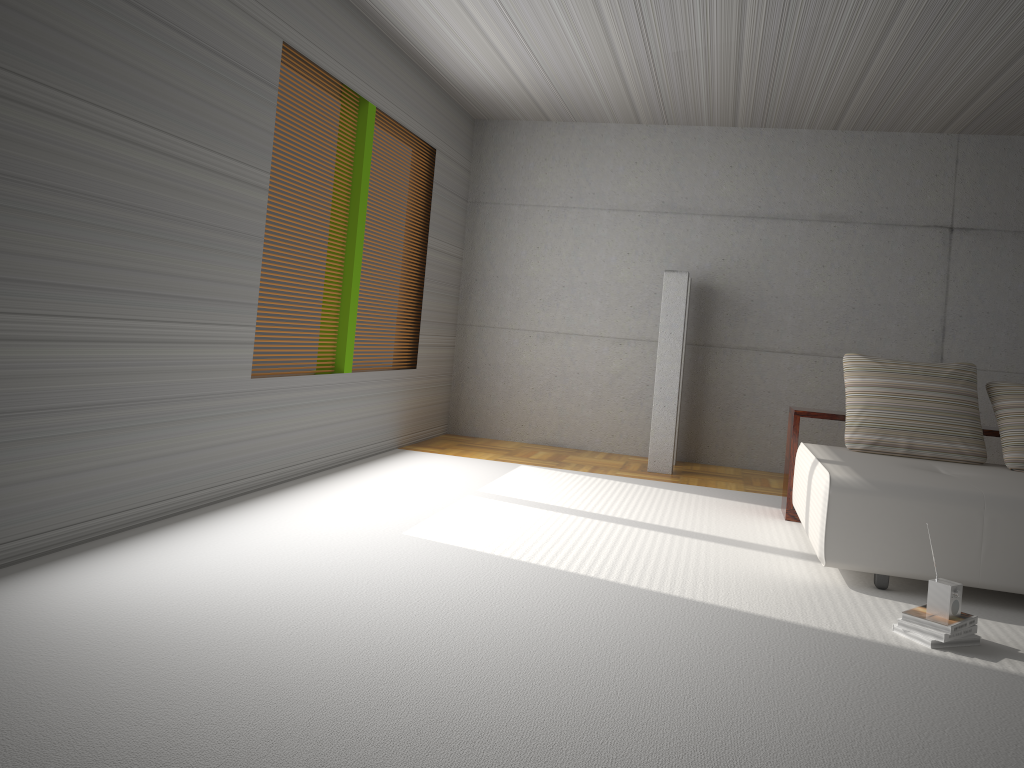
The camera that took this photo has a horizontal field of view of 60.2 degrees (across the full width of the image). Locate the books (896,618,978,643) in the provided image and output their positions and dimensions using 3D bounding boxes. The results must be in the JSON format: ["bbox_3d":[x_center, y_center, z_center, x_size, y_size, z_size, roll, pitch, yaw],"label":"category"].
[{"bbox_3d":[1.678,0.956,3.489,0.264,0.032,0.190,3,4,-37],"label":"books"}]

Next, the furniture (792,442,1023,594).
[{"bbox_3d":[2.682,0.761,4.687,2.172,0.522,1.611,6,3,13],"label":"furniture"}]

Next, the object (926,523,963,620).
[{"bbox_3d":[1.677,0.726,3.458,0.185,0.367,0.090,5,-1,-36],"label":"object"}]

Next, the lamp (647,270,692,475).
[{"bbox_3d":[1.387,-0.117,7.731,0.200,1.694,0.796,5,0,13],"label":"lamp"}]

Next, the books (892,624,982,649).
[{"bbox_3d":[1.675,0.988,3.489,0.264,0.032,0.190,4,3,-22],"label":"books"}]

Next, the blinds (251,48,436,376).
[{"bbox_3d":[-1.177,-0.995,6.278,0.012,2.046,3.529,5,2,13],"label":"blinds"}]

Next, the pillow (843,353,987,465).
[{"bbox_3d":[2.479,0.143,5.470,0.802,0.610,0.489,5,1,13],"label":"pillow"}]

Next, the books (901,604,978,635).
[{"bbox_3d":[1.688,0.924,3.490,0.264,0.032,0.190,2,4,-42],"label":"books"}]

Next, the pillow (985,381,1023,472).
[{"bbox_3d":[3.292,0.279,5.221,0.808,0.518,0.577,6,1,14],"label":"pillow"}]

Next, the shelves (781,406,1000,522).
[{"bbox_3d":[2.933,0.629,5.653,2.254,0.717,0.399,6,0,13],"label":"shelves"}]
